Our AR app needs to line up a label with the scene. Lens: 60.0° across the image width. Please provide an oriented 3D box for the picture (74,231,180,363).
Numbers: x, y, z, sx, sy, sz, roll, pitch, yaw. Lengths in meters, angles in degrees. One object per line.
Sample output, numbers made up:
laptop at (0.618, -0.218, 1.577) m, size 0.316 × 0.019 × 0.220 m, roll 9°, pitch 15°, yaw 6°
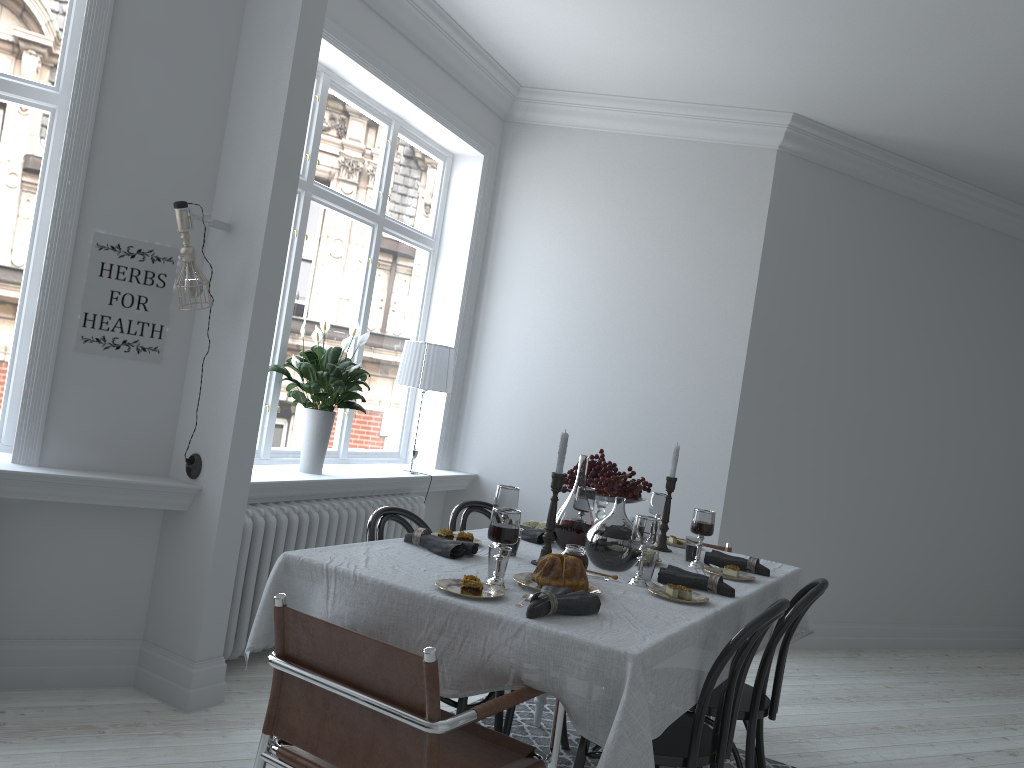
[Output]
picture at (-1.482, -0.329, 3.423) m, size 0.311 × 0.457 × 0.003 m, roll 9°, pitch -1°, yaw -29°

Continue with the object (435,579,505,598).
object at (-0.109, 0.535, 2.303) m, size 0.182 × 0.013 × 0.182 m, roll 9°, pitch -1°, yaw -29°

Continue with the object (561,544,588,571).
object at (0.186, 0.542, 2.691) m, size 0.091 × 0.101 × 0.091 m, roll 9°, pitch -1°, yaw 16°

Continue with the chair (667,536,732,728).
chair at (0.690, 1.123, 4.018) m, size 0.546 × 0.837 × 0.593 m, roll 9°, pitch -1°, yaw 16°

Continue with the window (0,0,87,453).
window at (-2.597, -0.855, 3.174) m, size 1.716 × 2.080 × 0.061 m, roll 9°, pitch -1°, yaw -29°

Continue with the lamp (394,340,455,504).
lamp at (-0.581, 0.425, 5.170) m, size 0.335 × 1.331 × 0.335 m, roll 10°, pitch -1°, yaw -41°

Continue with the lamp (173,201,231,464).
lamp at (-1.222, -0.178, 3.350) m, size 0.131 × 0.977 × 0.312 m, roll 8°, pitch -1°, yaw 36°

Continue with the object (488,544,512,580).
object at (-0.040, 0.508, 2.513) m, size 0.066 × 0.094 × 0.066 m, roll 10°, pitch -1°, yaw -40°

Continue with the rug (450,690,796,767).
rug at (0.284, 1.453, 3.016) m, size 1.701 × 0.021 × 2.166 m, roll 8°, pitch -1°, yaw 29°

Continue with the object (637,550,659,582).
object at (0.434, 0.588, 2.865) m, size 0.066 × 0.094 × 0.066 m, roll 10°, pitch -1°, yaw -40°

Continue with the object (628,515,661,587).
object at (0.410, 0.523, 2.775) m, size 0.083 × 0.215 × 0.083 m, roll 9°, pitch -1°, yaw -24°

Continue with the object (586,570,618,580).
object at (0.251, 0.587, 2.785) m, size 0.167 × 0.031 × 0.031 m, roll 9°, pitch -1°, yaw 7°

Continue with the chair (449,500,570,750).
chair at (-0.025, 0.968, 3.565) m, size 0.564 × 0.909 × 0.463 m, roll 8°, pitch -1°, yaw 40°

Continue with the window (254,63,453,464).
window at (-0.979, -0.575, 4.830) m, size 0.061 × 2.080 × 2.079 m, roll 8°, pitch -1°, yaw 24°

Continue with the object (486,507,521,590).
object at (-0.030, 0.448, 2.417) m, size 0.083 × 0.215 × 0.083 m, roll 9°, pitch -1°, yaw -24°

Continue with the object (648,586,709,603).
object at (0.498, 0.635, 2.660) m, size 0.182 × 0.013 × 0.182 m, roll 9°, pitch -1°, yaw -14°

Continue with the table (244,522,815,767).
table at (0.229, 1.028, 3.061) m, size 1.210 × 0.842 × 2.179 m, roll 8°, pitch -1°, yaw 28°

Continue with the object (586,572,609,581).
object at (0.229, 0.597, 2.786) m, size 0.150 × 0.009 × 0.075 m, roll 9°, pitch -1°, yaw 6°

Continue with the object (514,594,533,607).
object at (0.032, 0.557, 2.282) m, size 0.031 × 0.012 × 0.131 m, roll 9°, pitch -1°, yaw 14°

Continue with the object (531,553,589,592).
object at (0.142, 0.534, 2.507) m, size 0.164 × 0.105 × 0.191 m, roll 9°, pitch -1°, yaw -9°

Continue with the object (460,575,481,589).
object at (-0.107, 0.522, 2.331) m, size 0.051 × 0.039 × 0.036 m, roll 9°, pitch -1°, yaw 11°

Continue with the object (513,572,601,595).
object at (0.126, 0.574, 2.511) m, size 0.251 × 0.018 × 0.251 m, roll 9°, pitch -1°, yaw -29°

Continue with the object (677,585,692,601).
object at (0.513, 0.625, 2.655) m, size 0.021 × 0.037 × 0.057 m, roll 10°, pitch -1°, yaw -38°

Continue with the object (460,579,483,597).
object at (-0.102, 0.521, 2.274) m, size 0.057 × 0.041 × 0.038 m, roll 9°, pitch -1°, yaw 5°

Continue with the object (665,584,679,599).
object at (0.480, 0.620, 2.657) m, size 0.021 × 0.037 × 0.057 m, roll 9°, pitch -1°, yaw -10°

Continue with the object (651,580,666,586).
object at (0.495, 0.637, 2.783) m, size 0.131 × 0.012 × 0.031 m, roll 8°, pitch -1°, yaw 29°

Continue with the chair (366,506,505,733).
chair at (-0.271, 0.921, 3.043) m, size 0.564 × 0.909 × 0.463 m, roll 8°, pitch -1°, yaw 25°

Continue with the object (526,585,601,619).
object at (0.136, 0.549, 2.225) m, size 0.165 × 0.061 × 0.247 m, roll 9°, pitch -1°, yaw 11°

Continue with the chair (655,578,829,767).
chair at (0.753, 1.081, 3.119) m, size 0.564 × 0.909 × 0.463 m, roll 8°, pitch -1°, yaw 20°

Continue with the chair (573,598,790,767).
chair at (0.465, 1.028, 2.629) m, size 0.564 × 0.909 × 0.463 m, roll 8°, pitch -1°, yaw 25°

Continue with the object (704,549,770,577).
object at (0.869, 0.684, 3.434) m, size 0.247 × 0.061 × 0.165 m, roll 9°, pitch -1°, yaw 11°

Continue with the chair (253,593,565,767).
chair at (-0.257, 0.944, 2.126) m, size 0.546 × 0.837 × 0.593 m, roll 8°, pitch -1°, yaw 33°
